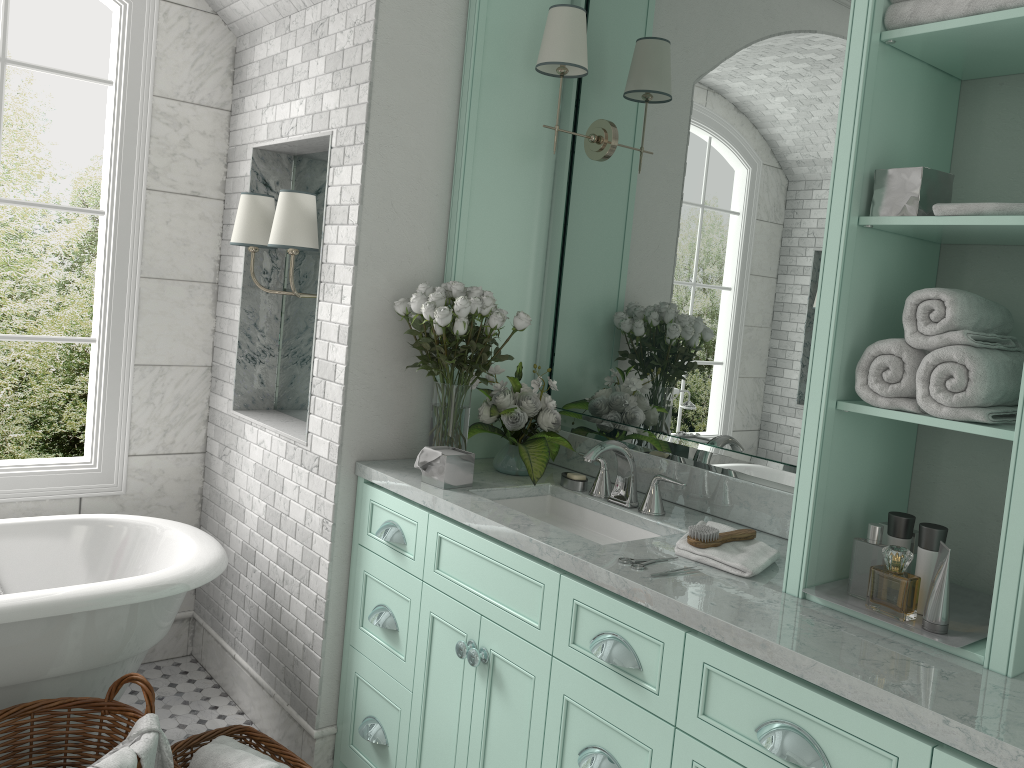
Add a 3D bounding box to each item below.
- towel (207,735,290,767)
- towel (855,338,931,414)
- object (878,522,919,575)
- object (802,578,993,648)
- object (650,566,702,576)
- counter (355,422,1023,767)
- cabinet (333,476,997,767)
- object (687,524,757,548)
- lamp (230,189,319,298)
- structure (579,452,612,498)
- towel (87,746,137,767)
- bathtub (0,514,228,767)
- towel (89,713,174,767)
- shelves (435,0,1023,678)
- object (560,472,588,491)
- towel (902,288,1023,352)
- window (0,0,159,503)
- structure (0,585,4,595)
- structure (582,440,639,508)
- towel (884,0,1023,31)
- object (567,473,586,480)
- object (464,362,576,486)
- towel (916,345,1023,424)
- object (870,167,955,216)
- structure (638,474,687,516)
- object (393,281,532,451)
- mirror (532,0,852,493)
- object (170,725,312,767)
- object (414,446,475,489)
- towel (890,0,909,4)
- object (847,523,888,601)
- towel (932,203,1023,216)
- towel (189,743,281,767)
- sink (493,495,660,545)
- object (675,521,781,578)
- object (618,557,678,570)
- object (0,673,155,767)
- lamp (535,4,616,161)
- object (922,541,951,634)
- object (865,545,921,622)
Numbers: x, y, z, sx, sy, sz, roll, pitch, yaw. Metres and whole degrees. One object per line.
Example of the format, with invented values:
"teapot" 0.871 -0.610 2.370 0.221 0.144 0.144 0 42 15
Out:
"towel" -0.812 1.212 2.742 0.313 0.185 0.165 8 5 21
"towel" 0.917 -0.022 1.999 0.311 0.162 0.154 1 6 -39
"object" 0.894 0.407 2.057 0.035 0.150 0.093 3 5 -36
"object" 0.921 0.491 1.983 0.438 0.008 0.351 1 8 -39
"object" 0.389 0.446 2.106 0.167 0.005 0.020 1 7 -35
"counter" 0.664 0.421 2.187 0.823 0.181 2.818 1 8 -39
"cabinet" 0.588 1.050 2.214 0.862 1.095 2.808 2 7 -39
"object" 0.555 0.393 2.312 0.228 0.044 0.068 2 6 -30
"lamp" -0.858 -0.531 3.402 0.308 0.382 0.550 2 6 -39
"structure" 0.265 0.295 2.883 0.158 0.121 0.083 9 6 35
"towel" -1.172 1.138 2.264 0.399 0.437 0.485 2 6 -38
"bathtub" -1.981 0.927 2.681 2.164 0.756 0.945 1 7 -39
"towel" -1.173 1.153 2.343 0.460 0.468 0.383 5 5 0
"shelves" 0.849 -0.583 2.188 0.464 2.118 2.820 2 6 -39
"object" 0.207 0.325 2.954 0.079 0.035 0.134 3 6 -21
"towel" 0.989 -0.135 1.939 0.298 0.142 0.169 1 7 -39
"window" -2.265 -0.702 3.127 1.830 2.317 0.119 2 5 -39
"structure" -2.107 0.645 3.007 0.778 1.282 0.342 3 4 -29
"structure" 0.312 0.274 2.714 0.103 0.204 0.234 9 6 40
"towel" 1.124 -0.777 1.942 0.493 0.068 0.402 1 8 -39
"object" 0.214 0.307 2.934 0.051 0.022 0.077 4 6 -18
"object" 0.036 0.116 3.091 0.394 0.401 0.454 2 6 -37
"towel" 1.001 -0.002 1.889 0.304 0.159 0.161 1 7 -39
"object" 0.880 -0.413 1.951 0.122 0.105 0.118 2 6 -33
"structure" 0.460 0.336 2.671 0.158 0.121 0.083 9 6 35
"object" -0.195 -0.018 2.971 0.391 0.652 0.357 3 5 -28
"mirror" 0.613 -0.712 2.800 0.015 1.928 1.441 3 5 -39
"object" -0.820 1.289 2.692 0.552 0.260 0.345 10 7 41
"object" -0.220 0.260 2.811 0.147 0.112 0.136 1 7 -43
"towel" 1.134 -0.837 1.944 0.493 0.068 0.402 1 8 -39
"object" 0.804 0.397 1.980 0.035 0.169 0.093 2 5 -39
"towel" 1.061 -0.352 1.852 0.316 0.055 0.240 0 8 -42
"towel" -0.812 1.180 2.598 0.322 0.211 0.149 9 6 33
"sink" 0.176 0.444 2.640 0.346 0.079 0.605 1 8 -39
"object" 0.549 0.424 2.293 0.239 0.055 0.318 0 8 -42
"object" 0.333 0.433 2.187 0.075 0.007 0.175 11 8 42
"object" -1.230 1.131 2.339 0.518 0.569 0.521 5 5 -7
"lamp" 0.215 -1.034 3.079 0.308 0.486 0.184 2 5 -40
"object" 0.878 0.417 1.817 0.049 0.179 0.050 3 5 -37
"object" 0.817 0.419 1.895 0.063 0.147 0.093 3 5 -34
